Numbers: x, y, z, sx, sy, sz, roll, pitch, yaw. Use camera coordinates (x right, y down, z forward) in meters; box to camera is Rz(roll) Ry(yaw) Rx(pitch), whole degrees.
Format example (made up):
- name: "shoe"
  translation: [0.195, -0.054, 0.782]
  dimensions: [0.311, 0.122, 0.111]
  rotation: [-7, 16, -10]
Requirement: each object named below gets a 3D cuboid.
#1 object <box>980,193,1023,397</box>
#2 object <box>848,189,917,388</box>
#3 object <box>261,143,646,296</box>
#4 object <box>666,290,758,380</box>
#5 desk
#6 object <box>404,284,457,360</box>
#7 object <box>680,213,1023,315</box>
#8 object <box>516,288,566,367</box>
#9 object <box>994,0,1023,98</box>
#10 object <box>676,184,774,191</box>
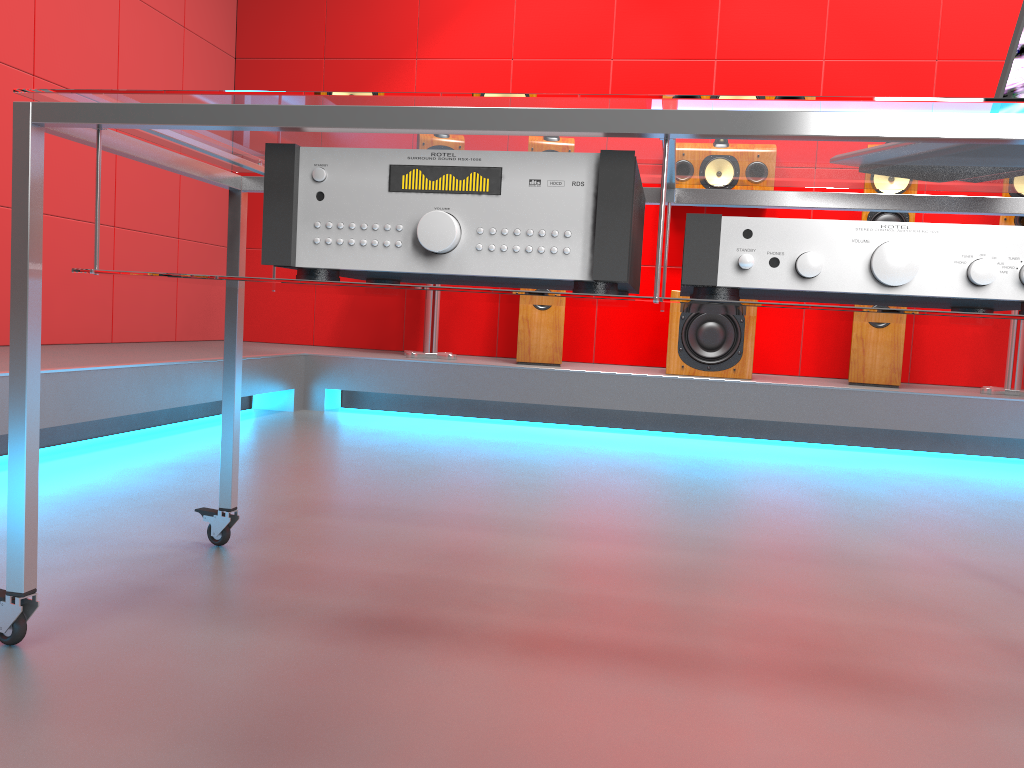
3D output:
- name: "object"
  translation: [2.128, -0.482, 3.684]
  dimensions: [0.231, 1.058, 0.265]
  rotation: [6, 5, 30]
- name: "object"
  translation: [1.593, -0.518, 3.803]
  dimensions: [0.203, 1.052, 0.238]
  rotation: [5, 4, 20]
- name: "object"
  translation: [-0.050, -0.201, 1.183]
  dimensions: [0.431, 0.158, 0.371]
  rotation: [4, 4, 10]
- name: "object"
  translation: [0.876, -0.219, 3.928]
  dimensions: [0.360, 0.360, 0.360]
  rotation: [4, 4, 10]
- name: "desk"
  translation: [0.169, 0.023, 1.223]
  dimensions: [1.617, 0.690, 0.594]
  rotation: [4, 4, 10]
- name: "object"
  translation: [-0.358, -0.651, 4.130]
  dimensions: [0.231, 1.058, 0.265]
  rotation: [2, 4, -10]
- name: "object"
  translation: [0.433, -0.135, 1.102]
  dimensions: [0.435, 0.092, 0.365]
  rotation: [4, 4, 10]
- name: "object"
  translation: [0.150, -0.614, 4.039]
  dimensions: [0.203, 1.052, 0.238]
  rotation: [3, 4, 0]
- name: "object"
  translation: [0.673, -0.433, 1.145]
  dimensions: [0.340, 0.285, 0.342]
  rotation: [2, 4, -20]
- name: "object"
  translation: [0.978, -1.021, 4.189]
  dimensions: [0.493, 0.271, 0.235]
  rotation: [4, 4, 10]
